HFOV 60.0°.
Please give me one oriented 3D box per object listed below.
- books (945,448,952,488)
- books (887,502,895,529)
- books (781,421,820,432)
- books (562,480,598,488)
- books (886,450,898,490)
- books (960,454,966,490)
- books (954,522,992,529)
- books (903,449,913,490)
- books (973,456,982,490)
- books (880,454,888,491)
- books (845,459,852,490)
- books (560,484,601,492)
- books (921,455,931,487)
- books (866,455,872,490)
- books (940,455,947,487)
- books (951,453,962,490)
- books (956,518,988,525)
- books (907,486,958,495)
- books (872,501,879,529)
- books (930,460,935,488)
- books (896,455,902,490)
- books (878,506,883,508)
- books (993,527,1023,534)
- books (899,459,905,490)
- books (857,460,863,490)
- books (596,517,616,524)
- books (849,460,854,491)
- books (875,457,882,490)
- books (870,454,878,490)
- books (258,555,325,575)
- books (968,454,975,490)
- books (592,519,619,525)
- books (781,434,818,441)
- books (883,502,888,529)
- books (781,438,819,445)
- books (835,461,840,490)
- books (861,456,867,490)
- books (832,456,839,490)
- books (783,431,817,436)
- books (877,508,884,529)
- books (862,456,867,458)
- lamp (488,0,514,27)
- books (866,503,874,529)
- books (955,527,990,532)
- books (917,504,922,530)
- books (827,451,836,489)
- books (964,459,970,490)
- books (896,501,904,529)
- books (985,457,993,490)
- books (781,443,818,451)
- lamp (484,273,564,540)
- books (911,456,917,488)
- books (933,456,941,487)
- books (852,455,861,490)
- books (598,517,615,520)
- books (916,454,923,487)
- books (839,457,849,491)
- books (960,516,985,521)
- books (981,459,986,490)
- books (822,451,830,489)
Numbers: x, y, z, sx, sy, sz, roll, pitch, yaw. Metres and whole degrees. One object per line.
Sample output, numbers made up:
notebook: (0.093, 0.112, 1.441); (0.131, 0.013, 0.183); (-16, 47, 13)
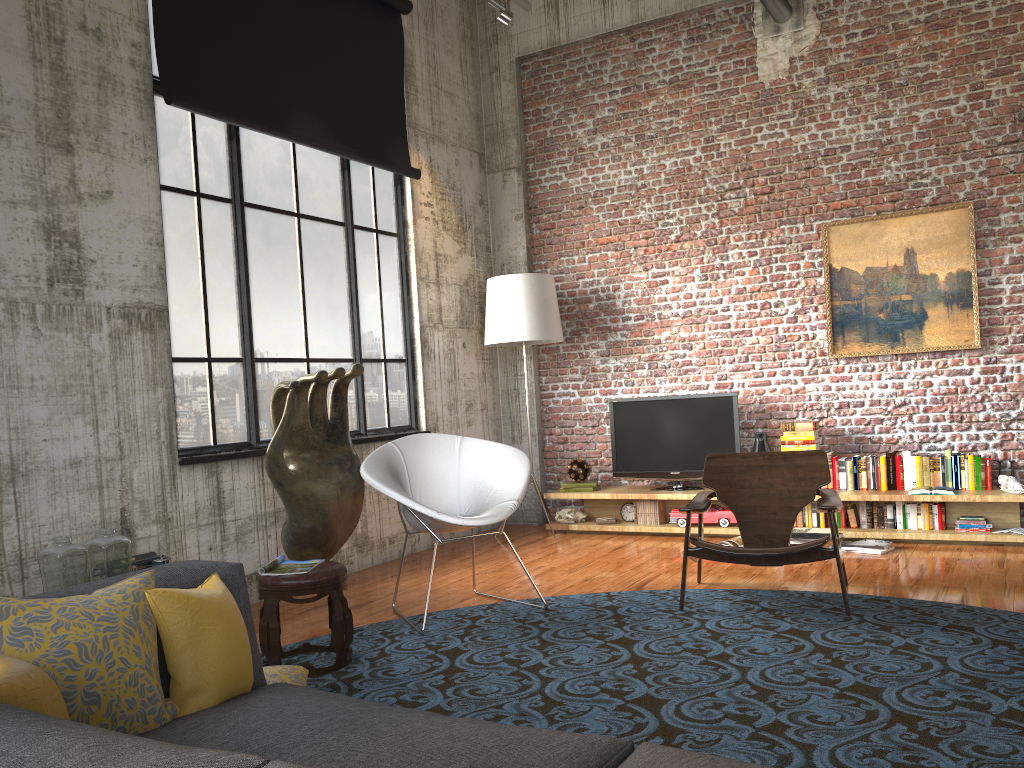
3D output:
books: (3.199, 0.623, 6.483); (0.036, 0.291, 0.176); (-3, 1, 29)
books: (2.809, 0.972, 6.562); (0.043, 0.186, 0.129); (-3, 1, 30)
books: (2.271, 0.332, 6.981); (0.260, 0.066, 0.197); (-4, -1, 30)
books: (0.604, 0.883, 7.830); (0.302, 0.037, 0.243); (-4, -1, 10)
books: (2.870, 0.648, 6.679); (0.066, 0.284, 0.197); (-3, 1, 29)
books: (3.276, 0.638, 6.433); (0.026, 0.251, 0.159); (-3, 1, 29)
books: (3.252, 0.994, 6.256); (0.214, 0.025, 0.149); (-4, -1, 15)
books: (2.961, 0.639, 6.616); (0.053, 0.291, 0.176); (-3, 1, 29)
books: (3.363, 0.638, 6.394); (0.045, 0.240, 0.174); (-3, 1, 29)
books: (2.804, 0.664, 6.663); (0.034, 0.254, 0.183); (-3, 1, 30)
books: (2.585, 0.693, 6.788); (0.027, 0.223, 0.161); (-3, 1, 30)
books: (0.606, 0.920, 7.830); (0.302, 0.037, 0.243); (-4, -1, 22)
books: (3.067, 0.654, 6.555); (0.057, 0.246, 0.171); (-3, 1, 29)
books: (2.716, 0.671, 6.718); (0.032, 0.251, 0.160); (-3, 1, 30)
books: (3.165, 0.644, 6.492); (0.034, 0.253, 0.183); (-3, 1, 29)
books: (3.241, 0.636, 6.458); (0.060, 0.259, 0.180); (-3, 1, 29)
books: (3.249, 0.969, 6.259); (0.192, 0.024, 0.131); (-4, -1, 35)
books: (2.993, 0.760, 6.314); (0.317, 0.040, 0.214); (-4, -1, 30)
books: (2.712, 0.959, 6.601); (0.033, 0.225, 0.105); (-3, 1, 30)
books: (3.104, 0.663, 6.532); (0.027, 0.223, 0.161); (-3, 1, 29)
books: (2.903, 0.663, 6.644); (0.026, 0.251, 0.159); (-3, 1, 29)
books: (2.747, 0.990, 6.588); (0.032, 0.151, 0.105); (-3, 1, 30)
books: (3.462, 1.009, 6.099); (0.168, 0.023, 0.230); (-3, -1, -40)
books: (2.925, 0.675, 6.629); (0.026, 0.223, 0.161); (-3, 1, 29)
books: (2.662, 0.688, 6.748); (0.027, 0.223, 0.161); (-3, 1, 30)
books: (0.806, 1.173, 7.628); (0.166, 0.021, 0.210); (-4, -1, 5)
books: (2.603, 0.692, 6.767); (0.026, 0.223, 0.161); (-3, 1, 30)
books: (2.783, 0.677, 6.695); (0.037, 0.231, 0.168); (-3, 1, 30)
books: (2.745, 0.665, 6.703); (0.034, 0.259, 0.180); (-3, 1, 30)
books: (-1.048, 0.862, 4.236); (0.229, 0.043, 0.300); (-3, -1, 4)
books: (3.329, 0.633, 6.414); (0.034, 0.253, 0.183); (-3, 1, 29)
books: (0.803, 1.193, 7.637); (0.211, 0.020, 0.162); (-3, -1, -3)
books: (2.264, 0.419, 6.969); (0.254, 0.034, 0.183); (-4, -1, 30)
books: (2.780, 0.976, 6.582); (0.028, 0.182, 0.120); (-3, 1, 30)
books: (2.268, 0.454, 6.974); (0.254, 0.034, 0.183); (-4, -1, 30)
books: (2.521, 0.698, 6.821); (0.026, 0.223, 0.161); (-3, 1, 30)
books: (2.687, 0.675, 6.731); (0.032, 0.246, 0.171); (-3, 1, 30)
books: (2.503, 0.685, 6.841); (0.026, 0.251, 0.160); (-3, 1, 30)
books: (2.274, 0.383, 6.975); (0.231, 0.037, 0.168); (-4, -1, 30)
books: (2.747, 0.991, 6.588); (0.036, 0.156, 0.108); (-3, 1, 30)
books: (2.686, 0.673, 6.730); (0.031, 0.240, 0.165); (-3, 1, 30)
lamp: (-0.068, -2.848, 6.783); (0.225, 0.215, 0.102); (-4, 1, -19)
books: (2.687, 0.980, 6.632); (0.043, 0.187, 0.142); (-3, 1, 30)
books: (3.253, 1.020, 6.257); (0.215, 0.026, 0.149); (-4, -1, 30)
books: (2.978, 0.966, 6.467); (0.028, 0.174, 0.126); (-3, 1, 30)
books: (2.478, 0.670, 6.865); (0.040, 0.285, 0.198); (-3, 1, 30)
books: (3.300, 0.650, 6.422); (0.027, 0.223, 0.161); (-3, 1, 29)
books: (2.863, 0.952, 6.532); (0.040, 0.219, 0.133); (-3, 1, 30)
books: (3.421, 0.638, 6.362); (0.037, 0.231, 0.168); (-3, 1, 29)
books: (2.274, 0.501, 6.976); (0.259, 0.060, 0.180); (-4, -1, 30)
lamp: (0.143, 0.200, 7.722); (0.693, 2.244, 0.707); (-4, 1, -38)
books: (3.000, 0.655, 6.595); (0.034, 0.253, 0.183); (-3, 1, 29)
books: (3.137, 0.653, 6.522); (0.045, 0.240, 0.174); (-3, 1, 29)
books: (2.636, 0.675, 6.765); (0.034, 0.254, 0.183); (-3, 1, 30)
books: (0.813, 1.155, 7.620); (0.113, 0.016, 0.114); (-3, -1, -36)
books: (3.027, 0.653, 6.575); (0.034, 0.253, 0.183); (-3, 1, 29)
books: (2.551, 0.687, 6.802); (0.045, 0.240, 0.174); (-3, 1, 30)
books: (3.250, 0.948, 6.256); (0.154, 0.019, 0.108); (-4, -1, 30)
books: (3.389, 0.644, 6.368); (0.026, 0.223, 0.161); (-3, 1, 29)
books: (2.432, 0.670, 6.871); (0.044, 0.291, 0.176); (-3, 1, 30)
